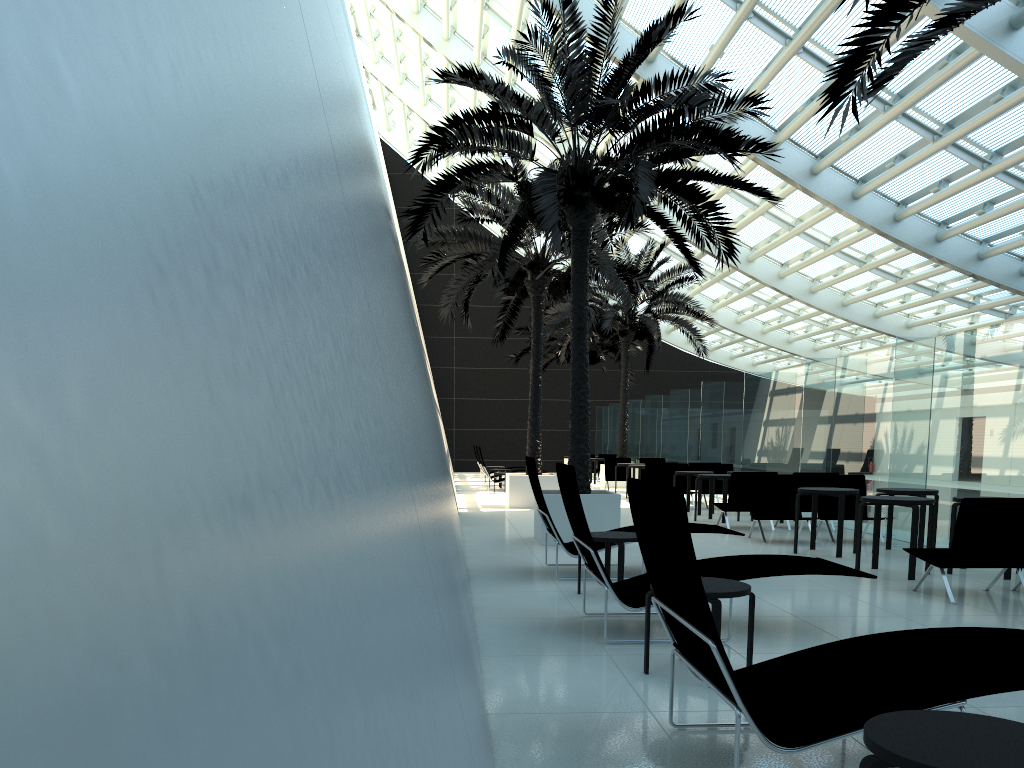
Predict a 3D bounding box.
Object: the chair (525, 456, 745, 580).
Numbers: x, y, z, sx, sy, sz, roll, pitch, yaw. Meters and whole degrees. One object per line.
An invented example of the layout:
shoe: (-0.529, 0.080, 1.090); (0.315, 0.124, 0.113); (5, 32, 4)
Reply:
chair: (1.177, 1.306, 8.665); (2.036, 1.169, 0.914); (1, 3, -4)

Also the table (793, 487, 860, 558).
table: (3.744, 1.636, 10.376); (0.677, 0.788, 0.676); (2, 3, 34)

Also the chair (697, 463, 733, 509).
chair: (4.182, 2.038, 17.366); (0.716, 0.895, 0.880); (0, 2, -4)

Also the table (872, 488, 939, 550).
table: (4.711, 1.649, 10.446); (0.677, 0.788, 0.676); (2, 3, 34)

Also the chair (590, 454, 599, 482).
chair: (2.443, 2.749, 28.546); (0.716, 0.895, 0.880); (0, 2, -4)

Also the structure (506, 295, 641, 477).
structure: (2.593, -0.024, 32.851); (4.449, 7.085, 4.769); (-1, 4, -26)

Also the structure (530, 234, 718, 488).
structure: (3.151, -0.547, 24.725); (4.822, 7.086, 4.398); (0, 4, -11)

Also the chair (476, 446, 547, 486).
chair: (-0.026, 2.382, 25.392); (2.036, 1.169, 0.914); (1, 3, -4)

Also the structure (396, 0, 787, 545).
structure: (0.968, -1.357, 11.116); (4.634, 6.898, 4.241); (-1, 4, -25)

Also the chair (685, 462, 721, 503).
chair: (4.075, 2.147, 19.060); (0.716, 0.895, 0.880); (0, 2, -4)

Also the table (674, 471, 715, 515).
table: (3.339, 1.998, 16.005); (0.677, 0.788, 0.676); (2, 3, 34)

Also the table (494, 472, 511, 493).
table: (-0.142, 2.466, 21.677); (0.552, 0.522, 0.551); (1, 2, 34)

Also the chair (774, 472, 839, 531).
chair: (4.480, 1.785, 13.431); (0.716, 0.895, 0.880); (0, 2, -4)

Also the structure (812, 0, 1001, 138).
structure: (4.531, -1.775, 5.628); (4.817, 7.086, 4.402); (1, 4, 14)

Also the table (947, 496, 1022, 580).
table: (4.818, 1.545, 8.832); (0.677, 0.788, 0.676); (2, 3, 39)

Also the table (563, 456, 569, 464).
table: (2.221, 2.990, 31.418); (0.676, 0.788, 0.677); (3, 3, 43)

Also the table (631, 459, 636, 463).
table: (3.497, 2.735, 27.322); (0.677, 0.788, 0.676); (2, 3, 34)

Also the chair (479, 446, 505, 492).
chair: (0.159, 2.217, 22.826); (2.036, 1.169, 0.914); (1, 3, -4)

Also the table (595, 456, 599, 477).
table: (3.188, 3.003, 31.488); (0.676, 0.788, 0.677); (3, 3, 43)

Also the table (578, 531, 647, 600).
table: (0.876, 1.555, 7.516); (0.552, 0.522, 0.551); (1, 2, 39)

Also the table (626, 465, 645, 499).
table: (3.030, 2.266, 20.171); (0.677, 0.788, 0.676); (2, 3, 39)

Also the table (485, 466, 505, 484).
table: (-0.517, 2.801, 26.888); (0.552, 0.522, 0.551); (1, 2, 39)

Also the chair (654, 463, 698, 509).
chair: (3.252, 2.025, 17.299); (0.716, 0.895, 0.880); (0, 2, -4)

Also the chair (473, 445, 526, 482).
chair: (-0.216, 2.552, 28.038); (2.036, 1.169, 0.914); (1, 3, -4)

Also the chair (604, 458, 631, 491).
chair: (2.852, 2.384, 22.868); (0.716, 0.895, 0.880); (0, 2, -4)

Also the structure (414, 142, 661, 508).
structure: (0.333, -1.005, 17.084); (4.275, 6.959, 4.600); (3, 4, 29)

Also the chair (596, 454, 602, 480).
chair: (3.266, 2.870, 30.307); (0.716, 0.895, 0.880); (0, 2, -4)

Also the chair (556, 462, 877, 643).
chair: (1.362, 1.141, 6.099); (2.036, 1.169, 0.914); (1, 3, -4)

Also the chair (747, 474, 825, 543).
chair: (3.658, 1.662, 11.658); (0.716, 0.895, 0.880); (0, 2, -4)

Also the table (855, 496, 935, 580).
table: (3.851, 1.532, 8.762); (0.677, 0.788, 0.676); (2, 3, 39)

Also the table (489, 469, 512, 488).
table: (-0.327, 2.631, 24.243); (0.552, 0.522, 0.551); (1, 2, 39)

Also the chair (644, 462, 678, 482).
chair: (3.145, 2.134, 18.993); (0.716, 0.895, 0.880); (0, 2, -4)

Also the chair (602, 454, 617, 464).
chair: (3.373, 2.761, 28.613); (0.716, 0.895, 0.880); (0, 2, -4)

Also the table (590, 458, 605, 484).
table: (2.529, 2.722, 27.252); (0.677, 0.788, 0.676); (2, 3, 34)

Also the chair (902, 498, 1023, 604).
chair: (3.966, 1.400, 7.584); (0.716, 0.895, 0.880); (0, 2, -4)

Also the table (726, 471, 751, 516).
table: (4.306, 2.011, 16.075); (0.677, 0.788, 0.676); (2, 3, 34)

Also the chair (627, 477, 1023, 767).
chair: (1.547, 0.975, 3.534); (2.036, 1.169, 0.914); (1, 3, -4)

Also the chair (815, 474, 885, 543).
chair: (4.588, 1.675, 11.724); (0.716, 0.895, 0.880); (0, 2, -4)

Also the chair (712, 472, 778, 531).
chair: (3.550, 1.772, 13.364); (0.716, 0.895, 0.880); (0, 2, -4)

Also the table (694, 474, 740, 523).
table: (3.435, 1.904, 14.542); (0.677, 0.788, 0.676); (2, 3, 39)

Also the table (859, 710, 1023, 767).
table: (1.246, 1.224, 2.384); (0.552, 0.522, 0.551); (1, 2, 39)

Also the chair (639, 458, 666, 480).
chair: (3.782, 2.396, 22.935); (0.716, 0.895, 0.880); (0, 2, -4)

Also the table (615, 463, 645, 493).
table: (2.936, 2.358, 21.599); (0.677, 0.788, 0.676); (2, 3, 34)

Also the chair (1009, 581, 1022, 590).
chair: (4.896, 1.413, 7.651); (0.716, 0.895, 0.880); (0, 2, -4)

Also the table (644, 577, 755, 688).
table: (1.061, 1.390, 4.950); (0.552, 0.522, 0.551); (1, 2, 39)

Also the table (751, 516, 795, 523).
table: (4.402, 1.917, 14.612); (0.677, 0.788, 0.676); (2, 3, 39)
